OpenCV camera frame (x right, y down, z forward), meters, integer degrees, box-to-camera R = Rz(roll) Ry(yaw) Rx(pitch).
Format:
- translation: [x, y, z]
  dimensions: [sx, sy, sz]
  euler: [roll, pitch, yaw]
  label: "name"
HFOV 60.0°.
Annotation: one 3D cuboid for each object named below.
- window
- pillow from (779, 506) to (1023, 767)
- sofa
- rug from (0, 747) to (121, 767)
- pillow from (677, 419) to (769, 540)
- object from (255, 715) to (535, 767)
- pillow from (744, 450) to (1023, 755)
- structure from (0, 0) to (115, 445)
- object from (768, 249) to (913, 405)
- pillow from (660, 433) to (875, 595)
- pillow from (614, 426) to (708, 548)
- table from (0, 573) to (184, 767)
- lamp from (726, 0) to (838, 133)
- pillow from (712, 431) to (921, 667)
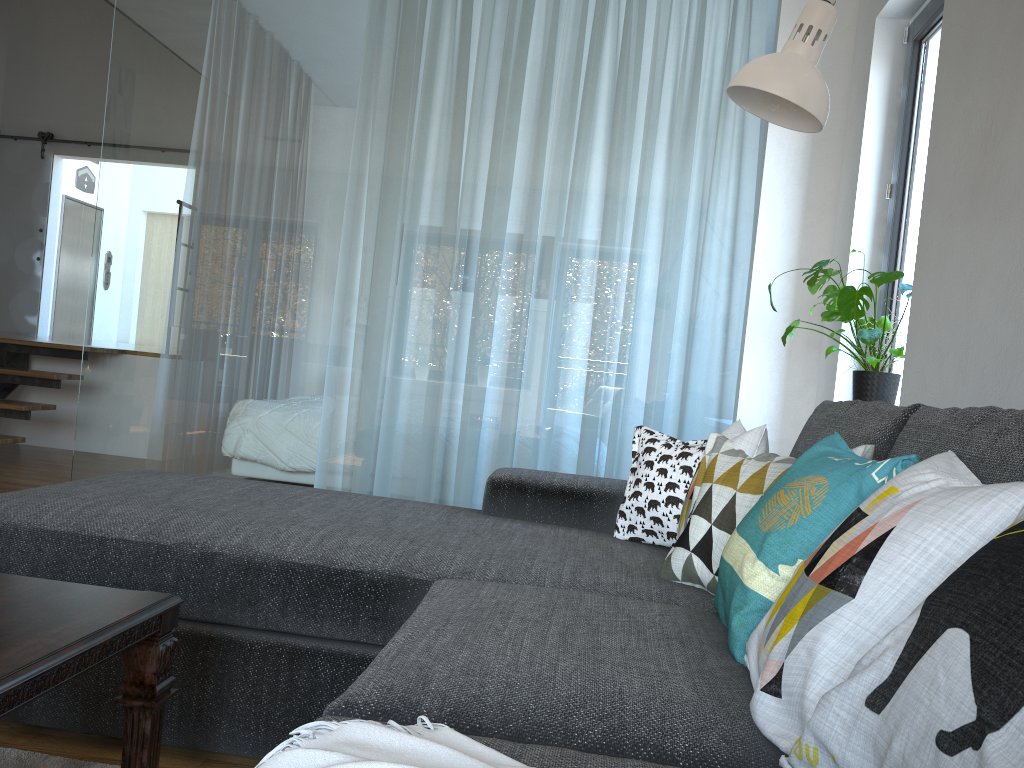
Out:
- translation: [14.292, 2.961, 6.901]
  dimensions: [24.367, 18.376, 13.977]
  euler: [6, 1, 12]
  label: "window"
- translation: [0.397, 0.253, 0.702]
  dimensions: [0.265, 0.318, 0.382]
  euler: [6, 1, 6]
  label: "pillow"
- translation: [-0.197, 0.364, 1.309]
  dimensions: [2.163, 0.848, 2.508]
  euler: [6, 0, 6]
  label: "sofa"
- translation: [-0.925, 0.709, 0.786]
  dimensions: [1.052, 0.034, 1.813]
  euler: [6, 0, 5]
  label: "rug"
- translation: [0.466, 0.247, 1.961]
  dimensions: [0.173, 0.344, 0.360]
  euler: [6, 1, 5]
  label: "pillow"
- translation: [-0.011, 0.400, 0.668]
  dimensions: [0.606, 0.212, 0.488]
  euler: [6, 0, 2]
  label: "object"
- translation: [0.438, 0.260, 1.044]
  dimensions: [0.285, 0.368, 0.436]
  euler: [6, 1, 6]
  label: "pillow"
- translation: [-3.751, -1.504, 5.067]
  dimensions: [2.684, 4.132, 4.581]
  euler: [6, 1, 5]
  label: "structure"
- translation: [1.081, -0.125, 2.900]
  dimensions: [0.447, 0.675, 0.657]
  euler: [6, 1, -3]
  label: "object"
- translation: [0.512, 0.274, 1.720]
  dimensions: [0.242, 0.363, 0.453]
  euler: [5, 1, -28]
  label: "pillow"
- translation: [0.396, 0.266, 2.188]
  dimensions: [0.334, 0.320, 0.160]
  euler: [7, 1, 41]
  label: "pillow"
- translation: [-0.881, 0.506, 0.866]
  dimensions: [0.570, 0.409, 1.179]
  euler: [6, 0, 6]
  label: "table"
- translation: [0.782, -0.803, 1.640]
  dimensions: [0.698, 0.670, 0.200]
  euler: [6, 1, 15]
  label: "lamp"
- translation: [0.472, 0.246, 1.394]
  dimensions: [0.273, 0.340, 0.414]
  euler: [6, 1, 5]
  label: "pillow"
